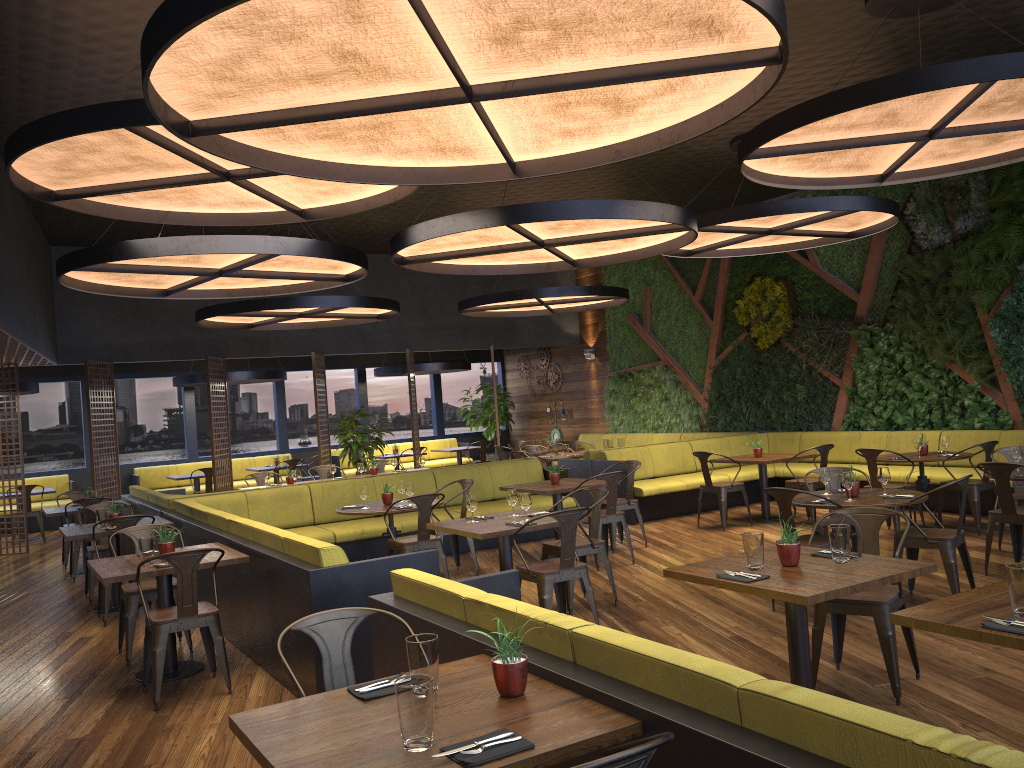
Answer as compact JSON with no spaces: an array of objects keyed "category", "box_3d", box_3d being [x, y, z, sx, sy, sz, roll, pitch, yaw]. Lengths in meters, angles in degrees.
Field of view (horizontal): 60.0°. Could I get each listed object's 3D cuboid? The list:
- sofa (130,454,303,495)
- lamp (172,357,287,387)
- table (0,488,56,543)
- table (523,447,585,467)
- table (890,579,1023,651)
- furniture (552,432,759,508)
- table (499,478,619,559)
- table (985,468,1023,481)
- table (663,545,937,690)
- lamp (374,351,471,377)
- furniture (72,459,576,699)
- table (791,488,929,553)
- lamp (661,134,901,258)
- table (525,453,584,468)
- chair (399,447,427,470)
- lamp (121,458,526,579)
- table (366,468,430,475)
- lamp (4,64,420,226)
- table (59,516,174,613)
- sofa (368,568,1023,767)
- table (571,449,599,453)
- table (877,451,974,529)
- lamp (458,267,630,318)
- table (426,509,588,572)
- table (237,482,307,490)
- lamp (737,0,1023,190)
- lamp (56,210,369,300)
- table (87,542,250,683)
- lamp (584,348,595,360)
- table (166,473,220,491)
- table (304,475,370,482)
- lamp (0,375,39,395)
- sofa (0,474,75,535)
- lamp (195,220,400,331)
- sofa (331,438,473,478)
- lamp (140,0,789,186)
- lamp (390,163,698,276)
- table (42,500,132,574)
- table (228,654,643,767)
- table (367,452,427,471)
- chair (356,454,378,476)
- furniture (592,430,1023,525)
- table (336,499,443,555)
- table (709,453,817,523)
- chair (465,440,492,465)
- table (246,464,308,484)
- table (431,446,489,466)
[{"category":"sofa","box_3d":[-5.609,1.936,17.076,3.061,0.914,0.966,-3,-1,-31]},{"category":"lamp","box_3d":[-5.189,-1.101,16.153,1.979,2.172,1.979,-4,-1,14]},{"category":"table","box_3d":[-7.820,2.117,14.215,0.887,0.763,0.906,-3,-1,-31]},{"category":"table","box_3d":[0.677,1.528,15.544,0.887,0.763,0.906,-3,-1,-31]},{"category":"table","box_3d":[2.061,1.194,3.177,0.906,0.763,0.887,-3,-1,-31]},{"category":"furniture","box_3d":[1.310,1.390,14.704,3.378,0.916,4.755,-3,-1,-31]},{"category":"table","box_3d":[0.503,1.421,9.225,0.887,0.763,0.906,-3,-1,-31]},{"category":"table","box_3d":[4.468,1.097,7.257,1.007,0.760,1.007,-5,-1,27]},{"category":"table","box_3d":[1.397,1.263,4.288,0.887,0.763,0.906,-3,-1,-31]},{"category":"lamp","box_3d":[-1.894,-1.304,18.130,1.979,2.172,1.979,-5,-2,44]},{"category":"furniture","box_3d":[-1.260,1.475,9.327,4.895,0.914,7.462,-3,-1,-36]},{"category":"table","box_3d":[2.587,1.221,6.628,1.007,0.760,1.007,-3,-1,-43]},{"category":"lamp","box_3d":[2.970,-2.284,10.329,2.778,1.159,2.778,-3,-1,-41]},{"category":"table","box_3d":[0.787,1.484,13.643,0.887,0.763,0.906,-3,-1,-31]},{"category":"chair","box_3d":[-1.872,1.660,16.974,0.504,0.917,0.541,-3,-1,-31]},{"category":"lamp","box_3d":[-4.411,0.818,10.296,9.057,2.714,3.017,-3,-1,-31]},{"category":"table","box_3d":[-1.441,1.623,12.489,0.906,0.763,0.887,-3,-1,-31]},{"category":"lamp","box_3d":[-2.058,-1.995,6.338,2.778,1.159,2.778,-5,-1,19]},{"category":"table","box_3d":[-3.703,1.708,8.332,0.887,0.763,0.906,-3,-1,-31]},{"category":"sofa","box_3d":[0.551,1.225,3.064,0.966,0.914,3.061,-3,-1,-31]},{"category":"table","box_3d":[1.586,1.435,14.122,0.887,0.763,0.906,-3,-1,-31]},{"category":"table","box_3d":[4.386,1.144,9.454,1.007,0.760,1.007,-5,-1,27]},{"category":"lamp","box_3d":[0.467,-1.924,14.443,2.778,1.362,2.778,-5,-1,24]},{"category":"table","box_3d":[-0.024,1.411,6.701,0.906,0.763,0.887,-3,-1,-31]},{"category":"table","box_3d":[-2.989,1.717,11.554,0.906,0.763,0.887,-3,-1,-31]},{"category":"lamp","box_3d":[3.072,-2.361,6.600,2.778,1.159,2.778,-5,-1,36]},{"category":"lamp","box_3d":[-2.818,-1.723,8.435,2.778,1.475,2.778,-4,-1,-27]},{"category":"table","box_3d":[-2.322,1.565,6.016,0.887,0.763,0.906,-3,-1,-31]},{"category":"lamp","box_3d":[1.543,-0.603,17.974,0.189,0.215,0.215,-3,-1,-31]},{"category":"table","box_3d":[-5.508,1.976,15.602,0.887,0.763,0.906,-3,-1,-31]},{"category":"table","box_3d":[-2.212,1.670,12.020,0.906,0.763,0.887,-3,-1,-31]},{"category":"lamp","box_3d":[-8.679,-0.888,14.059,1.979,2.172,1.979,-4,-1,-24]},{"category":"sofa","box_3d":[-9.097,2.148,14.983,3.061,0.914,0.966,-3,-1,-31]},{"category":"lamp","box_3d":[-3.014,-1.633,12.443,2.778,1.475,2.778,-3,-1,-31]},{"category":"sofa","box_3d":[-2.364,1.738,19.023,3.061,0.914,0.966,-3,-1,-31]},{"category":"lamp","box_3d":[-0.239,-1.992,4.067,2.778,1.475,2.778,-5,-1,24]},{"category":"lamp","box_3d":[0.237,-1.950,8.146,2.778,1.475,2.778,-4,-1,18]},{"category":"table","box_3d":[-5.088,1.852,10.646,0.887,0.763,0.906,-3,-1,-31]},{"category":"table","box_3d":[-0.228,1.348,2.563,0.906,0.763,0.887,-3,-1,-31]},{"category":"table","box_3d":[-2.254,1.778,17.558,0.906,0.763,0.887,-3,-1,-31]},{"category":"chair","box_3d":[-2.837,1.735,17.266,0.541,0.917,0.504,-3,-1,-31]},{"category":"furniture","box_3d":[3.679,1.144,10.726,3.372,0.914,4.503,-3,-1,-31]},{"category":"table","box_3d":[-1.127,1.522,8.376,1.007,0.760,1.007,-4,-1,7]},{"category":"table","box_3d":[3.072,1.264,10.767,0.887,0.763,0.906,-3,-1,-31]},{"category":"chair","box_3d":[-0.648,1.585,17.709,0.504,0.917,0.541,-3,-1,-31]},{"category":"table","box_3d":[-4.310,1.903,16.325,0.906,0.763,0.887,-3,-1,-31]},{"category":"table","box_3d":[-1.055,1.705,18.274,0.887,0.763,0.906,-3,-1,-31]}]
